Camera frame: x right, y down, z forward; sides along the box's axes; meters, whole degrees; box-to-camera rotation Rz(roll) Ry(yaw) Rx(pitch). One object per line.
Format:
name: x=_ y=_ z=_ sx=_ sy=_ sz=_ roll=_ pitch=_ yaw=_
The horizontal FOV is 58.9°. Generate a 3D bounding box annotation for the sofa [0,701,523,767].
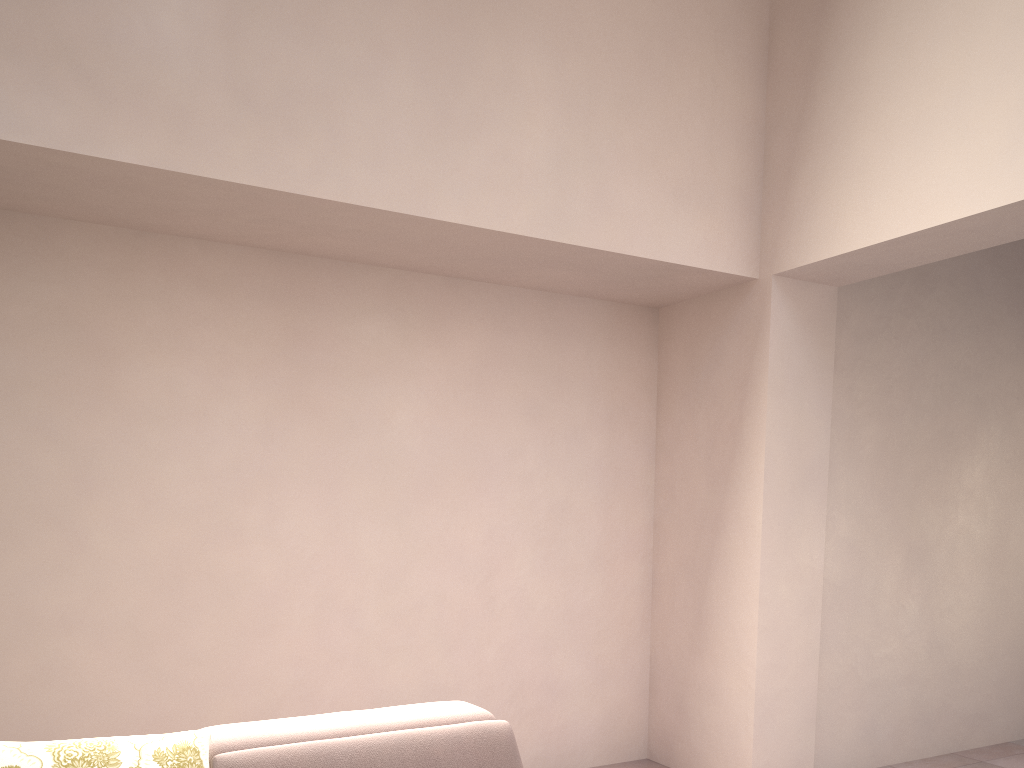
sofa: x=-0.030 y=0.952 z=1.111 sx=2.200 sy=0.955 sz=3.083 roll=4 pitch=-7 yaw=-29
